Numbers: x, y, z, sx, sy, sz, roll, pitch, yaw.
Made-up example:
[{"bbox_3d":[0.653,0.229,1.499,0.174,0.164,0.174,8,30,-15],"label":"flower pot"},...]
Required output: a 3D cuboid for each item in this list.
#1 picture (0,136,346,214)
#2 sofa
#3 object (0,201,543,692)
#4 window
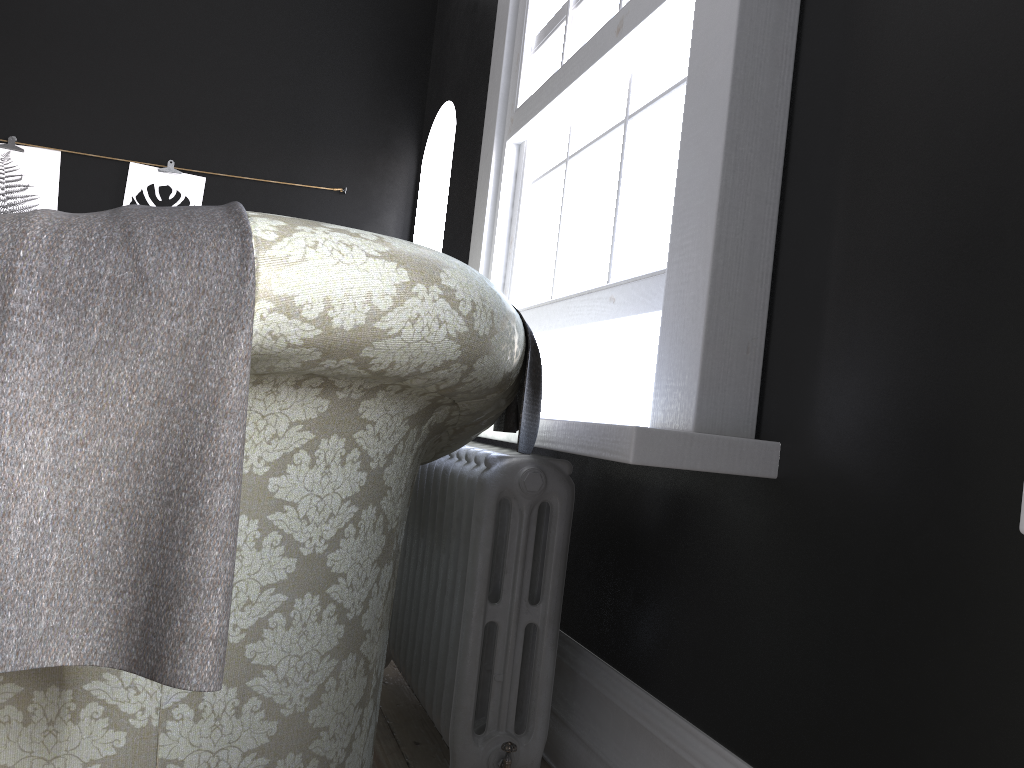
[{"bbox_3d":[-3.135,-1.050,4.581,4.460,0.770,0.058,7,-2,-18],"label":"picture"},{"bbox_3d":[-0.746,0.357,2.320,1.607,1.160,2.813,7,-2,-17],"label":"sofa"},{"bbox_3d":[-0.321,0.077,1.443,0.516,0.584,1.369,5,-3,31],"label":"object"},{"bbox_3d":[0.262,-1.066,2.577,0.056,1.671,1.263,7,-2,-18],"label":"window"}]
